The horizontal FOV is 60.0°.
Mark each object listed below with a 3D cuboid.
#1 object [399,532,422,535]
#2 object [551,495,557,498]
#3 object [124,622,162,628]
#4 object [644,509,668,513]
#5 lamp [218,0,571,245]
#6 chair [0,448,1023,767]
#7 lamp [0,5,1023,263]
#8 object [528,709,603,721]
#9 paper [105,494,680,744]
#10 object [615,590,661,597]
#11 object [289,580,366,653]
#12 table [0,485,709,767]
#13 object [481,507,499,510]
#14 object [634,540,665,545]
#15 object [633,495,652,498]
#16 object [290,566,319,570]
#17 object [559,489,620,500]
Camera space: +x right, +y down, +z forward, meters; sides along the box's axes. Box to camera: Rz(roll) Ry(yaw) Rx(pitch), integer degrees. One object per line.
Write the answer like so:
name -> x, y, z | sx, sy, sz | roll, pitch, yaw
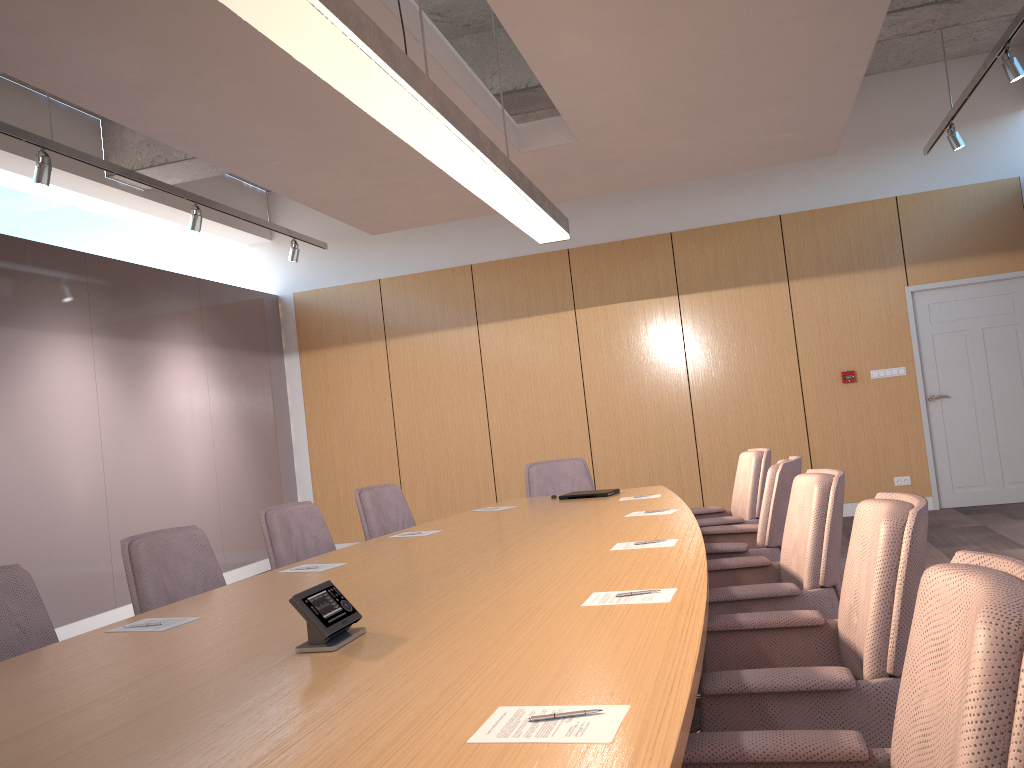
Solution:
object -> -0.513, 0.749, 4.429 | 0.125, 0.009, 0.009 | -7, -3, 7
object -> 0.266, 0.717, 5.647 | 0.039, 0.019, 0.070 | -7, -3, 8
object -> -1.125, 0.734, 2.699 | 0.125, 0.009, 0.009 | -7, -3, 5
object -> 0.693, 0.607, 4.237 | 0.125, 0.009, 0.009 | -7, -3, 6
lamp -> -0.710, -1.914, 2.473 | 0.200, 1.864, 6.974 | -7, -3, 15
chair -> -0.542, 0.911, 1.875 | 3.001, 0.948, 9.673 | -7, -3, 15
lamp -> -0.727, -2.190, 2.375 | 5.699, 1.321, 12.467 | -7, -3, 15
object -> 0.088, 0.540, 1.451 | 0.125, 0.009, 0.009 | -6, -3, -1
paper -> -0.519, 0.643, 2.079 | 1.713, 0.001, 6.800 | -7, -3, 15
object -> 0.337, 0.557, 2.365 | 0.125, 0.009, 0.009 | -6, -3, -2
object -> -0.455, 0.573, 2.207 | 0.110, 0.139, 0.200 | -7, -3, 15
table -> -0.495, 1.012, 1.971 | 1.885, 0.748, 8.000 | -7, -3, 15
object -> -0.136, 0.751, 5.349 | 0.125, 0.009, 0.009 | -7, -3, 23
object -> 0.510, 0.580, 3.261 | 0.125, 0.009, 0.009 | -6, -3, -2
object -> 0.753, 0.640, 5.068 | 0.125, 0.009, 0.009 | -6, -3, -7
object -> -0.840, 0.745, 3.588 | 0.125, 0.009, 0.009 | -7, -3, 9
object -> 0.480, 0.683, 5.501 | 0.325, 0.026, 0.231 | -8, -3, 27
